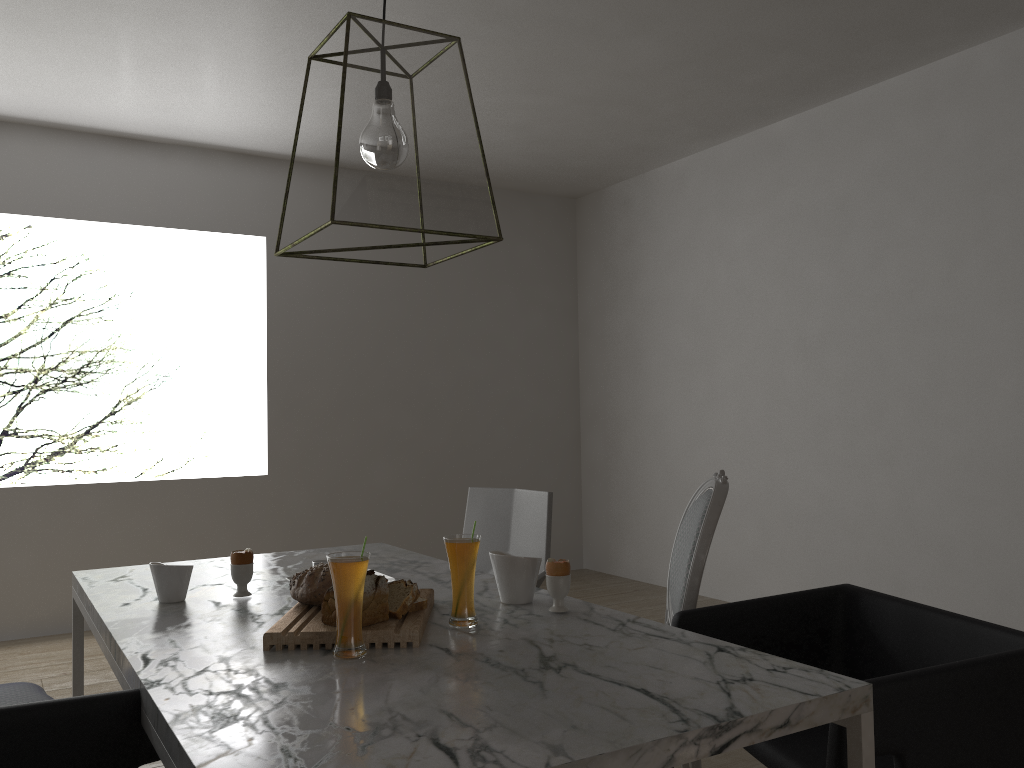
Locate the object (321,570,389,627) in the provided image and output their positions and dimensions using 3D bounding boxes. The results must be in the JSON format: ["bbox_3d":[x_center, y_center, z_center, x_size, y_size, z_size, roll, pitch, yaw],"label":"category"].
[{"bbox_3d":[-0.275,0.374,1.551,0.086,0.087,0.090,-3,-3,36],"label":"object"}]

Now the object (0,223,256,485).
[{"bbox_3d":[-2.370,1.308,4.436,10.834,8.324,0.001,0,-3,-31],"label":"object"}]

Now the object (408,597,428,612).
[{"bbox_3d":[-0.198,0.412,1.665,0.077,0.017,0.068,-3,-3,37],"label":"object"}]

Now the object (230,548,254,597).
[{"bbox_3d":[-0.592,0.413,1.946,0.050,0.101,0.050,0,-2,-24],"label":"object"}]

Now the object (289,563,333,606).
[{"bbox_3d":[-0.356,0.389,1.745,0.157,0.075,0.151,-1,-2,5],"label":"object"}]

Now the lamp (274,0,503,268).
[{"bbox_3d":[-0.234,-0.792,1.589,0.584,1.108,0.584,0,-2,-16],"label":"lamp"}]

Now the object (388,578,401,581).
[{"bbox_3d":[-0.316,0.457,2.067,0.132,0.013,0.032,-2,-3,34],"label":"object"}]

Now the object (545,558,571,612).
[{"bbox_3d":[0.091,0.393,1.741,0.050,0.101,0.050,1,-3,-35],"label":"object"}]

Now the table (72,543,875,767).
[{"bbox_3d":[-0.319,0.747,1.774,0.870,0.583,1.781,0,-3,-31],"label":"table"}]

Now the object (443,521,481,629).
[{"bbox_3d":[-0.091,0.351,1.635,0.071,0.188,0.071,-1,-2,-10],"label":"object"}]

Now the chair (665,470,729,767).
[{"bbox_3d":[0.268,0.624,2.112,0.505,0.833,0.480,-1,-2,1],"label":"chair"}]

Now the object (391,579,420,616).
[{"bbox_3d":[-0.210,0.392,1.638,0.083,0.055,0.073,-3,-3,35],"label":"object"}]

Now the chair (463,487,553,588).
[{"bbox_3d":[-0.125,0.701,2.664,0.470,0.745,0.439,-3,-3,44],"label":"chair"}]

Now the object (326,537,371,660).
[{"bbox_3d":[-0.264,0.347,1.436,0.071,0.188,0.071,-1,-2,-10],"label":"object"}]

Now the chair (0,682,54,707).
[{"bbox_3d":[-1.167,0.637,1.790,0.505,0.833,0.480,0,-3,-34],"label":"chair"}]

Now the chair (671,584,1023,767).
[{"bbox_3d":[0.632,0.723,1.617,0.609,0.597,0.569,0,-2,-16],"label":"chair"}]

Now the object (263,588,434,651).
[{"bbox_3d":[-0.289,0.436,1.664,0.260,0.031,0.360,-1,-2,-1],"label":"object"}]

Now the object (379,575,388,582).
[{"bbox_3d":[-0.267,0.387,1.641,0.079,0.067,0.074,-2,-3,31],"label":"object"}]

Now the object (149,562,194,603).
[{"bbox_3d":[-0.749,0.427,1.935,0.089,0.085,0.138,1,-3,-36],"label":"object"}]

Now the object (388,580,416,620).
[{"bbox_3d":[-0.217,0.390,1.610,0.083,0.057,0.072,-3,-3,35],"label":"object"}]

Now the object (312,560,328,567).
[{"bbox_3d":[-0.437,0.434,2.022,0.036,0.060,0.036,-1,-2,10],"label":"object"}]

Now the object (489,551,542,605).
[{"bbox_3d":[0.002,0.402,1.874,0.110,0.105,0.170,-1,-2,-11],"label":"object"}]

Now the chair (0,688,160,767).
[{"bbox_3d":[-0.490,0.720,1.032,0.609,0.597,0.569,1,-3,-41],"label":"chair"}]

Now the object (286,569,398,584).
[{"bbox_3d":[-0.396,0.460,2.063,0.212,0.014,0.212,0,-3,-31],"label":"object"}]
